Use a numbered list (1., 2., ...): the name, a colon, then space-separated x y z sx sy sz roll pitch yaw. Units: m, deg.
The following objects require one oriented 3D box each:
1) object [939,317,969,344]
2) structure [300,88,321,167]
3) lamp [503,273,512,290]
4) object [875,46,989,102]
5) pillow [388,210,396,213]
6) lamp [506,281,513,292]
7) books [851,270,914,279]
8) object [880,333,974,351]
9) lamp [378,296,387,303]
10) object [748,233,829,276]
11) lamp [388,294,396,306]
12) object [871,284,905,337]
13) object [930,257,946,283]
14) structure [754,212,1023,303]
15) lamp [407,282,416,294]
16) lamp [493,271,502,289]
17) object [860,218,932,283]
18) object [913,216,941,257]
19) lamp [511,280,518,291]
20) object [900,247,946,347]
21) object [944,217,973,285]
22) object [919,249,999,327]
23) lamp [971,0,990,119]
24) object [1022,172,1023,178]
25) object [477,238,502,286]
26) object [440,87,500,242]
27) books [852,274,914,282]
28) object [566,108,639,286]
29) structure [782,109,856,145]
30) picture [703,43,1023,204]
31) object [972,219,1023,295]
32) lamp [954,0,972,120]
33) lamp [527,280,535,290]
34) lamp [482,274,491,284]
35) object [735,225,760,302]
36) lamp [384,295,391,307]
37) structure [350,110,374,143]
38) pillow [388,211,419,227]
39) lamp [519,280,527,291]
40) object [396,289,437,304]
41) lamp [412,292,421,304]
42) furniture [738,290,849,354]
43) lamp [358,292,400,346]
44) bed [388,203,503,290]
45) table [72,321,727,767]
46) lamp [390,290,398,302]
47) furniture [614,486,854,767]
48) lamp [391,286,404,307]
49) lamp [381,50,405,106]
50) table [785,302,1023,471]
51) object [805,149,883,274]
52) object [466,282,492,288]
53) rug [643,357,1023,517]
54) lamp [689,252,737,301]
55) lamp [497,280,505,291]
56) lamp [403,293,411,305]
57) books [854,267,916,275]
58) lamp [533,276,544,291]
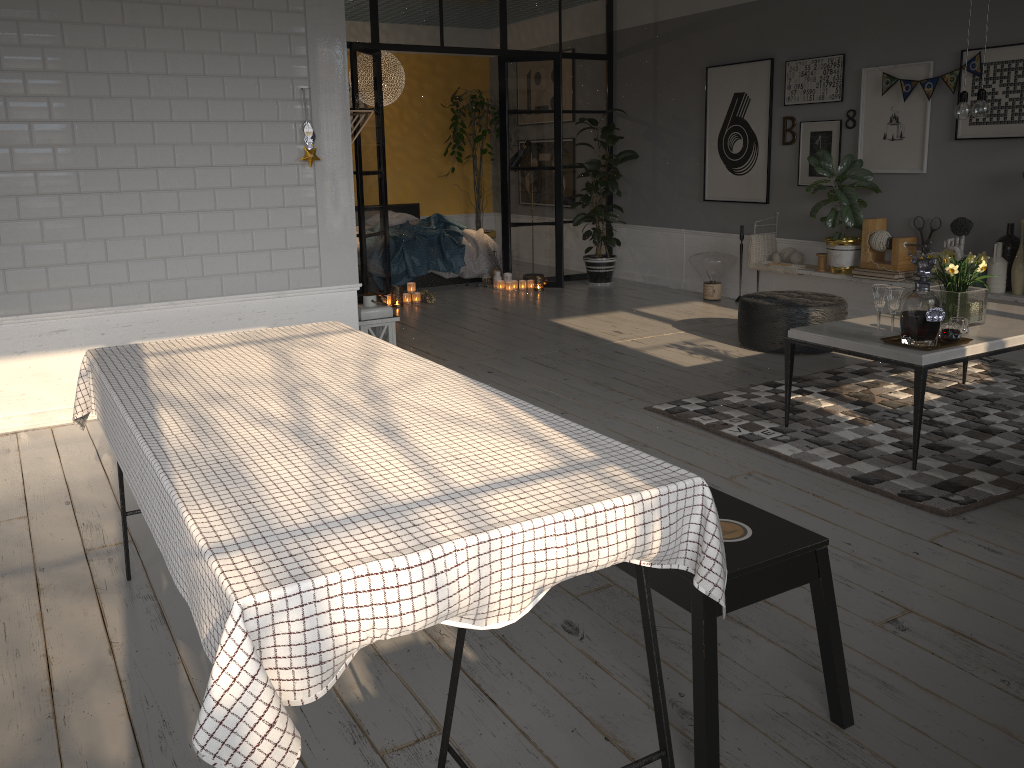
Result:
1. object: 1.870 -0.247 3.949 0.280 0.086 0.248 10 18 36
2. structure: -1.165 -1.460 5.046 0.135 0.442 0.078 -11 15 -42
3. lamp: -0.041 -1.051 9.058 0.092 0.164 0.090 5 13 25
4. object: 2.971 -2.193 6.337 0.058 0.335 0.923 -8 15 -30
5. pillow: -1.616 -1.961 10.819 0.779 0.292 0.532 -9 16 -30
6. lamp: -0.024 -0.977 8.900 0.081 0.097 0.082 1 13 10
7. books: 2.794 -0.833 6.643 0.261 0.029 0.388 -9 16 -28
8. object: 1.800 -0.188 3.845 0.319 0.015 0.249 -9 17 -29
9. lamp: -1.176 -0.741 8.054 0.084 0.109 0.085 7 15 34
10. object: 2.355 -1.074 7.378 0.330 0.302 0.793 -8 16 -28
11. lamp: -1.120 -0.782 8.226 0.081 0.097 0.082 1 13 10
12. object: 1.687 -0.327 3.988 0.082 0.224 0.169 -5 13 -18
13. object: 3.097 -0.815 6.347 0.078 0.171 0.268 -6 14 -24
14. structure: 2.890 -0.957 6.516 0.309 0.480 2.804 -8 16 -29
15. lamp: -0.939 -0.895 8.259 0.081 0.097 0.082 1 13 10
16. lamp: -0.148 -1.068 9.110 0.092 0.177 0.093 -3 12 -10
17. object: 2.855 -0.984 6.512 0.239 0.434 0.551 -8 15 -29
18. object: 3.034 -0.996 6.492 0.019 0.457 0.223 -7 13 -29
19. lamp: 0.021 -0.998 8.976 0.081 0.097 0.082 1 13 10
20. object: 1.747 -0.371 3.766 0.148 0.412 0.157 -3 12 -11
21. object: 3.094 -0.918 6.140 0.137 0.477 0.156 -8 13 -30
22. object: 2.119 -0.459 4.215 0.353 0.346 0.328 -8 14 -27
23. lamp: 1.548 -2.028 4.222 1.399 1.516 0.075 6 13 28
24. object: 3.421 -1.082 5.429 0.416 1.135 0.574 1 12 9
25. object: -0.122 -1.304 9.355 0.437 0.515 0.282 1 12 10
26. object: -0.411 -2.670 11.322 1.353 2.176 1.257 -12 16 -43
27. books: 2.804 -0.808 6.640 0.298 0.021 0.371 -11 18 -35
28. object: -0.388 -1.673 8.288 3.913 1.771 1.020 -9 14 -30
29. structure: 2.504 -2.094 7.236 0.024 0.259 0.746 -7 15 -29
30. picture: 0.211 -2.130 7.132 4.055 1.771 7.367 -9 16 -29
31. object: 3.241 -0.854 5.865 0.286 0.482 0.336 3 13 20
32. lamp: 1.537 -2.063 4.358 1.399 1.516 0.075 6 13 28
33. lamp: 0.195 -1.006 8.996 0.081 0.097 0.082 1 13 10
34. lamp: -0.268 -1.091 9.312 0.096 0.129 0.109 6 14 29
35. object: 2.125 -1.073 7.910 0.092 0.692 0.281 -9 14 -37
36. lamp: -1.151 -0.760 8.141 0.081 0.097 0.082 1 13 10
37. structure: -1.034 -1.842 5.450 0.186 0.765 0.500 -7 13 -29
38. pillow: -1.437 -1.923 10.453 0.485 0.224 0.601 3 15 18
39. lamp: 0.108 -0.998 8.971 0.081 0.097 0.082 1 13 10
40. object: -0.936 -0.859 8.506 0.193 0.116 0.722 -13 18 -40
41. lamp: -0.897 -0.805 8.300 0.081 0.097 0.082 1 13 10
42. furniture: 1.955 -0.445 6.176 0.740 0.352 0.740 -14 19 -42
43. lamp: -0.929 -0.366 5.841 0.288 0.471 0.289 -8 14 -31
44. bed: -1.327 -1.596 10.062 1.905 0.760 2.346 -9 16 -29
45. table: -0.483 0.407 2.198 0.935 0.773 2.046 -9 16 -29
46. lamp: -1.126 -0.841 8.439 0.081 0.105 0.081 -8 14 -30
47. furniture: 0.183 0.447 2.646 0.467 0.449 1.686 -8 16 -29
48. lamp: -1.056 -0.805 8.133 0.115 0.184 0.116 -8 14 -31
49. lamp: -1.487 -3.594 9.679 0.616 1.082 0.625 1 12 10
50. table: 2.119 -0.046 4.320 1.462 0.504 0.739 -9 16 -30
51. object: 2.555 -1.332 6.835 0.513 0.951 0.549 10 16 44
52. object: -0.347 -1.037 9.271 0.327 0.053 0.088 5 15 23
53. rug: 2.238 0.121 4.610 2.537 0.034 1.788 -9 17 -29
54. lamp: 1.844 -0.990 8.133 0.432 0.432 0.438 -3 13 -8
55. lamp: -0.115 -1.000 8.997 0.081 0.097 0.081 4 13 23
56. lamp: -0.979 -0.794 8.260 0.081 0.097 0.082 1 13 10
57. books: 2.800 -0.857 6.647 0.230 0.016 0.383 -10 17 -32
58. lamp: 0.268 -1.011 8.925 0.108 0.139 0.109 4 13 23
